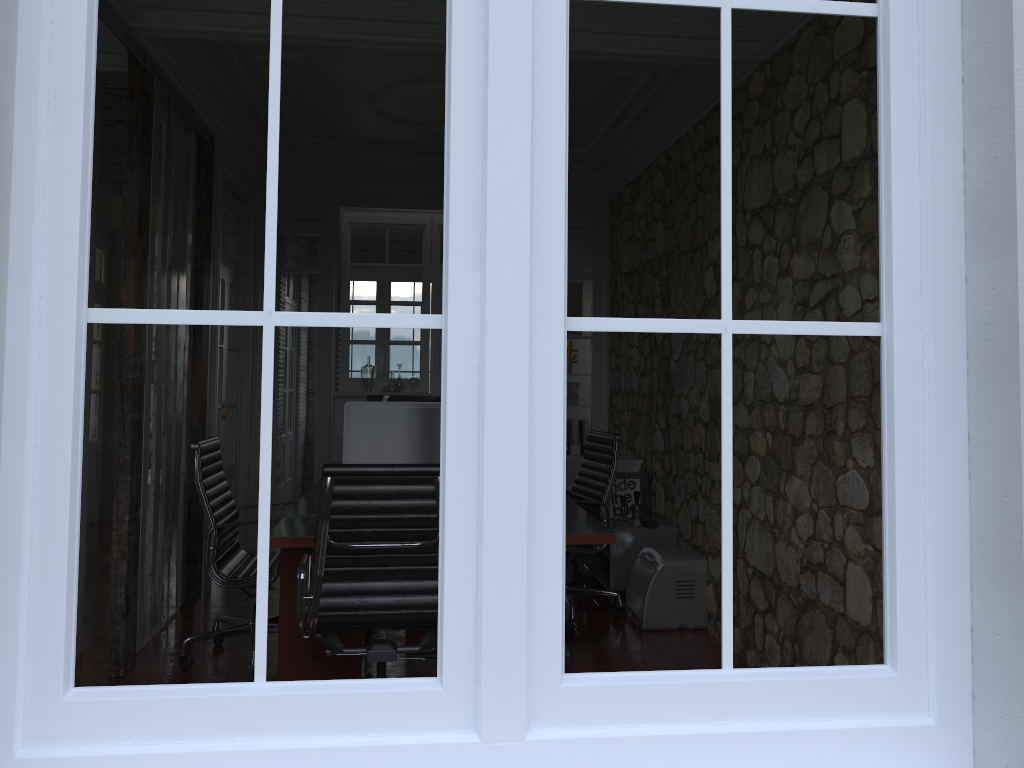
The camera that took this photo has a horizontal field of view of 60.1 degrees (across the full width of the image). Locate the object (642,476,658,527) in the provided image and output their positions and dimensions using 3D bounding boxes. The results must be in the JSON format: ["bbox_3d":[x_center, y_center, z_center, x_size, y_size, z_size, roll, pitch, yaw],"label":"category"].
[{"bbox_3d":[0.817,0.696,5.245,0.095,0.289,0.094,1,-3,-11],"label":"object"}]

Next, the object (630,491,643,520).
[{"bbox_3d":[0.775,0.751,5.495,0.048,0.176,0.087,2,-3,-33],"label":"object"}]

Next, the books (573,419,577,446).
[{"bbox_3d":[0.512,0.427,7.204,0.043,0.282,0.193,1,-2,-1],"label":"books"}]

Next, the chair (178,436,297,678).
[{"bbox_3d":[-1.169,0.772,4.155,0.699,1.026,0.664,1,-2,-12],"label":"chair"}]

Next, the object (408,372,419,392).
[{"bbox_3d":[-0.800,0.000,7.200,0.094,0.188,0.094,2,-3,-32],"label":"object"}]

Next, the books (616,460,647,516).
[{"bbox_3d":[0.717,0.660,5.633,0.271,0.355,0.062,1,-3,-7],"label":"books"}]

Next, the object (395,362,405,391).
[{"bbox_3d":[-0.908,-0.043,7.144,0.088,0.272,0.088,1,-3,-12],"label":"object"}]

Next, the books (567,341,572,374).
[{"bbox_3d":[0.451,-0.218,7.267,0.055,0.269,0.192,1,-2,-7],"label":"books"}]

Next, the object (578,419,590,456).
[{"bbox_3d":[0.593,0.434,7.213,0.078,0.278,0.238,1,-2,-3],"label":"object"}]

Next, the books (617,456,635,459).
[{"bbox_3d":[0.680,0.660,5.885,0.259,0.352,0.065,1,-3,-7],"label":"books"}]

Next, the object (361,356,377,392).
[{"bbox_3d":[-1.147,-0.068,7.079,0.129,0.316,0.128,0,-3,18],"label":"object"}]

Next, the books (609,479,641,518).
[{"bbox_3d":[0.706,0.718,5.560,0.197,0.241,0.058,1,-3,-7],"label":"books"}]

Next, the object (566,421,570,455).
[{"bbox_3d":[0.420,0.432,7.214,0.078,0.278,0.245,1,-2,-2],"label":"object"}]

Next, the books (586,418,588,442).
[{"bbox_3d":[0.602,0.424,7.232,0.013,0.289,0.193,1,-2,-3],"label":"books"}]

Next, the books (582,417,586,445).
[{"bbox_3d":[0.590,0.423,7.239,0.030,0.291,0.180,1,-2,-3],"label":"books"}]

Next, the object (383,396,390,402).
[{"bbox_3d":[-0.695,0.310,4.815,0.189,0.486,0.483,1,-1,-7],"label":"object"}]

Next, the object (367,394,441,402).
[{"bbox_3d":[-0.652,0.308,5.325,0.483,0.486,0.189,0,-3,18],"label":"object"}]

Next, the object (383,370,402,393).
[{"bbox_3d":[-0.949,-0.007,7.018,0.148,0.201,0.148,1,-2,-24],"label":"object"}]

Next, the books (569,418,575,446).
[{"bbox_3d":[0.491,0.418,7.212,0.045,0.283,0.180,1,-2,-1],"label":"books"}]

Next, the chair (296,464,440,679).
[{"bbox_3d":[-0.498,0.782,3.268,0.665,1.026,0.697,1,-2,-2],"label":"chair"}]

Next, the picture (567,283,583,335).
[{"bbox_3d":[0.417,-0.612,7.246,0.326,0.436,0.009,1,-3,-7],"label":"picture"}]

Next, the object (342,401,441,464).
[{"bbox_3d":[-0.459,0.317,3.697,0.483,0.486,0.189,1,-3,-7],"label":"object"}]

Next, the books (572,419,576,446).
[{"bbox_3d":[0.502,0.424,7.206,0.045,0.288,0.193,1,-2,-1],"label":"books"}]

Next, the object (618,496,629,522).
[{"bbox_3d":[0.683,0.762,5.428,0.048,0.153,0.087,1,-2,-12],"label":"object"}]

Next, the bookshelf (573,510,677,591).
[{"bbox_3d":[0.688,1.067,5.793,0.436,0.461,1.192,1,0,-7],"label":"bookshelf"}]

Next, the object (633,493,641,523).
[{"bbox_3d":[0.760,0.751,5.391,0.048,0.176,0.087,0,-2,4],"label":"object"}]

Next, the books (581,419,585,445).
[{"bbox_3d":[0.571,0.431,7.228,0.024,0.278,0.193,1,-2,-3],"label":"books"}]

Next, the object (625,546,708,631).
[{"bbox_3d":[0.840,1.108,4.877,0.362,0.388,0.399,1,-1,-7],"label":"object"}]

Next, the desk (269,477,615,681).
[{"bbox_3d":[-0.399,0.921,4.529,1.300,0.729,2.503,1,0,-7],"label":"desk"}]

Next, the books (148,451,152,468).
[{"bbox_3d":[-4.960,1.026,12.087,0.057,0.228,0.171,1,-2,-7],"label":"books"}]

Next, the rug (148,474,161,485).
[{"bbox_3d":[-4.482,1.216,11.306,1.067,0.016,1.066,1,0,-7],"label":"rug"}]

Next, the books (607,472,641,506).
[{"bbox_3d":[0.703,0.696,5.596,0.221,0.283,0.061,1,-3,-7],"label":"books"}]

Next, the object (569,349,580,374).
[{"bbox_3d":[0.514,-0.208,7.283,0.078,0.250,0.115,1,-2,-7],"label":"object"}]

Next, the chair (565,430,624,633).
[{"bbox_3d":[0.260,0.783,4.961,0.699,1.026,0.664,1,-2,-11],"label":"chair"}]

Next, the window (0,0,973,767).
[{"bbox_3d":[-0.012,-0.370,1.453,1.527,1.990,0.127,1,-3,-7],"label":"window"}]

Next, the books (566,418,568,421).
[{"bbox_3d":[0.443,0.422,7.200,0.009,0.289,0.193,1,-2,-2],"label":"books"}]

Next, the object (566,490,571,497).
[{"bbox_3d":[0.457,0.886,7.228,0.293,0.040,0.237,1,0,39],"label":"object"}]

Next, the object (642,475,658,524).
[{"bbox_3d":[0.837,0.695,5.353,0.095,0.289,0.095,-2,-4,43],"label":"object"}]

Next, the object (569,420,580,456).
[{"bbox_3d":[0.506,0.433,7.188,0.078,0.278,0.238,1,-2,-1],"label":"object"}]

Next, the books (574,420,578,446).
[{"bbox_3d":[0.521,0.430,7.205,0.045,0.288,0.193,1,-2,-1],"label":"books"}]

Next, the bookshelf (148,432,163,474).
[{"bbox_3d":[-4.874,0.941,12.057,1.400,0.551,0.399,1,-2,-7],"label":"bookshelf"}]

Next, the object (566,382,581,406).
[{"bbox_3d":[0.497,0.080,7.212,0.063,0.189,0.126,2,-3,-34],"label":"object"}]

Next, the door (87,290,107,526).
[{"bbox_3d":[-3.695,0.200,7.597,0.041,2.091,1.074,1,-2,-7],"label":"door"}]
